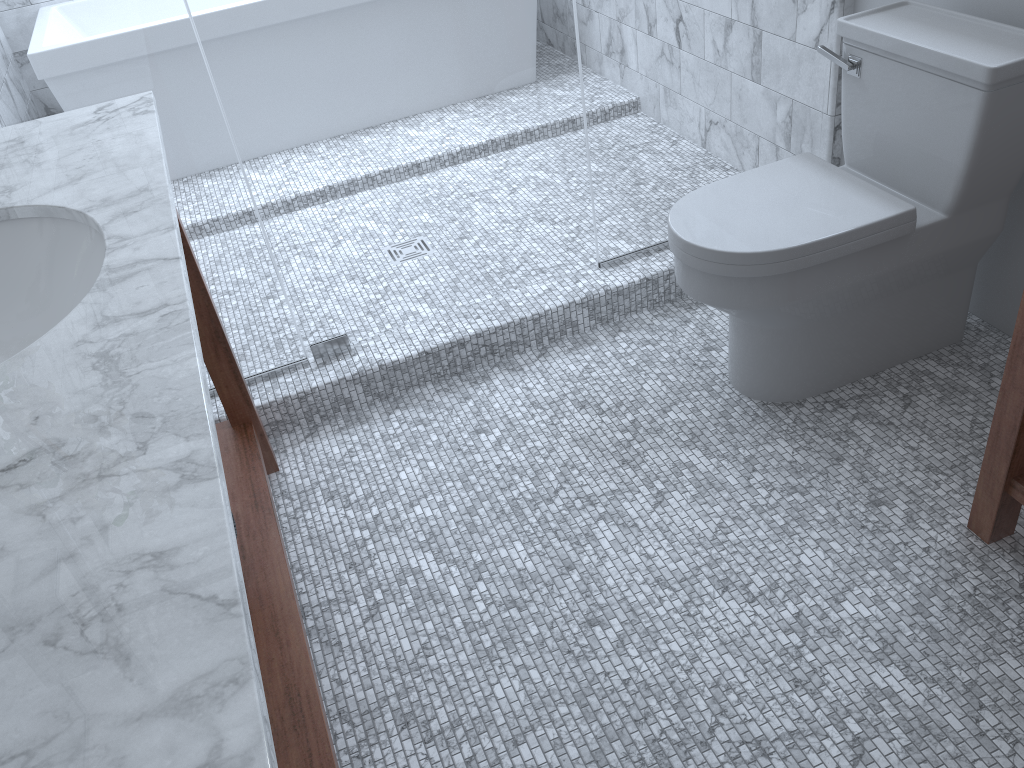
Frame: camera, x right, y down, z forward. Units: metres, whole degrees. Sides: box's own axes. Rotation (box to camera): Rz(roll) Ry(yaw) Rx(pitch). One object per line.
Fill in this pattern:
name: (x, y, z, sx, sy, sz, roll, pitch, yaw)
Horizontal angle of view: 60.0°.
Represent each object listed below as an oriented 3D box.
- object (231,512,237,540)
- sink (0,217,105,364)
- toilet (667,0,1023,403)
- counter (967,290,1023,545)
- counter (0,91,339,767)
object: (-0.655, 0.296, 1.567, 0.322, 0.213, 0.302, -18, 37, -11)
sink: (-0.711, 0.018, 1.199, 0.494, 0.270, 0.517, 12, 42, 26)
toilet: (0.679, -0.358, 1.975, 0.722, 0.727, 0.490, -19, 38, -12)
counter: (1.187, 0.114, 1.241, 0.539, 0.810, 0.828, -19, 38, -12)
counter: (-0.642, 0.265, 1.239, 0.638, 0.983, 1.657, -19, 38, -12)
